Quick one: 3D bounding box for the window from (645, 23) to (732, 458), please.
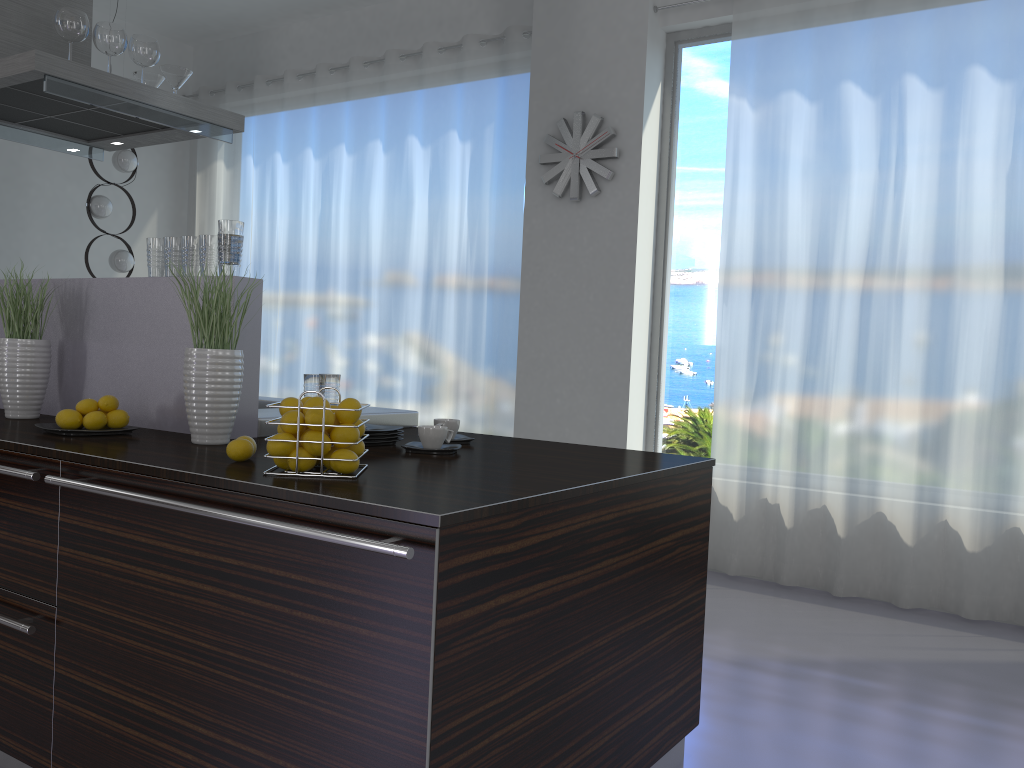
[{"bbox_3d":[2.110,-0.672,4.337,3.000,2.500,0.100,4,2,33],"label":"window"}]

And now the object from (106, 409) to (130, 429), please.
[{"bbox_3d":[-1.079,0.096,2.426,0.063,0.053,0.051,2,2,-17],"label":"object"}]

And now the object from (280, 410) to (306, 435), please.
[{"bbox_3d":[-0.454,0.080,1.837,0.053,0.052,0.061,1,2,-44],"label":"object"}]

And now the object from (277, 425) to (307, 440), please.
[{"bbox_3d":[-0.468,0.099,1.889,0.062,0.053,0.052,3,2,5],"label":"object"}]

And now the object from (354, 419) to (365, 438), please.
[{"bbox_3d":[-0.354,0.102,1.958,0.060,0.055,0.053,2,2,-14],"label":"object"}]

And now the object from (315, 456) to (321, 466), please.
[{"bbox_3d":[-0.429,0.146,1.895,0.057,0.060,0.052,4,2,39],"label":"object"}]

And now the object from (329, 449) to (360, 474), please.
[{"bbox_3d":[-0.346,0.160,1.826,0.062,0.052,0.053,2,2,-18],"label":"object"}]

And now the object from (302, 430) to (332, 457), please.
[{"bbox_3d":[-0.402,0.122,1.822,0.061,0.055,0.051,3,2,12],"label":"object"}]

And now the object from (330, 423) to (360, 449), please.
[{"bbox_3d":[-0.349,0.108,1.850,0.061,0.054,0.053,2,2,-11],"label":"object"}]

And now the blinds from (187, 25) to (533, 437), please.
[{"bbox_3d":[-1.301,-0.704,6.276,3.245,3.112,0.120,4,2,33],"label":"blinds"}]

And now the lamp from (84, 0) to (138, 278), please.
[{"bbox_3d":[-2.681,-1.512,5.963,0.180,2.370,0.367,4,2,26],"label":"lamp"}]

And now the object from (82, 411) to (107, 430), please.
[{"bbox_3d":[-1.123,0.099,2.388,0.061,0.054,0.052,3,2,10],"label":"object"}]

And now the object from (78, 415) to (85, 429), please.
[{"bbox_3d":[-1.193,0.098,2.437,0.063,0.051,0.053,4,2,37],"label":"object"}]

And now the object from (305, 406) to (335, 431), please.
[{"bbox_3d":[-0.396,0.071,1.826,0.063,0.053,0.051,1,2,-44],"label":"object"}]

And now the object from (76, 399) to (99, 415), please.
[{"bbox_3d":[-1.156,0.063,2.413,0.061,0.047,0.053,4,2,36],"label":"object"}]

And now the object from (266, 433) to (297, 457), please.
[{"bbox_3d":[-0.471,0.126,1.816,0.061,0.054,0.052,3,2,10],"label":"object"}]

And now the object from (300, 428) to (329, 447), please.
[{"bbox_3d":[-0.411,0.117,1.852,0.051,0.053,0.062,4,2,41],"label":"object"}]

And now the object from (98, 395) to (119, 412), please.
[{"bbox_3d":[-1.105,0.054,2.430,0.053,0.048,0.063,3,2,-1],"label":"object"}]

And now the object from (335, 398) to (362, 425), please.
[{"bbox_3d":[-0.344,0.059,1.868,0.050,0.060,0.059,4,2,32],"label":"object"}]

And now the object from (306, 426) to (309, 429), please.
[{"bbox_3d":[-0.426,0.097,1.927,0.064,0.053,0.051,4,2,36],"label":"object"}]

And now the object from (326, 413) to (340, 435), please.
[{"bbox_3d":[-0.374,0.087,1.894,0.055,0.051,0.061,4,2,27],"label":"object"}]

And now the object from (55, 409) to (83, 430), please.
[{"bbox_3d":[-1.187,0.096,2.379,0.070,0.058,0.060,4,2,32],"label":"object"}]

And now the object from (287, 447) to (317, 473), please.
[{"bbox_3d":[-0.433,0.156,1.825,0.051,0.053,0.063,4,2,41],"label":"object"}]

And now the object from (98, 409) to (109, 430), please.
[{"bbox_3d":[-1.128,0.098,2.446,0.057,0.060,0.071,4,2,34],"label":"object"}]

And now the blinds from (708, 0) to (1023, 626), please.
[{"bbox_3d":[2.276,-0.466,3.963,2.830,3.112,0.120,4,2,33],"label":"blinds"}]

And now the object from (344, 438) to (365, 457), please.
[{"bbox_3d":[-0.349,0.135,1.915,0.062,0.053,0.052,2,2,-20],"label":"object"}]

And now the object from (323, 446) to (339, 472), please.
[{"bbox_3d":[-0.372,0.159,1.879,0.061,0.055,0.050,2,2,-12],"label":"object"}]

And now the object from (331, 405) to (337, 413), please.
[{"bbox_3d":[-0.395,0.072,1.956,0.063,0.051,0.053,2,2,-12],"label":"object"}]

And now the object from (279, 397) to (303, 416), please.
[{"bbox_3d":[-0.474,0.053,1.907,0.053,0.051,0.063,2,2,-10],"label":"object"}]

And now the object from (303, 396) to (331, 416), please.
[{"bbox_3d":[-0.416,0.053,1.893,0.051,0.053,0.063,4,2,34],"label":"object"}]

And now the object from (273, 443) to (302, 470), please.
[{"bbox_3d":[-0.466,0.151,1.873,0.074,0.063,0.064,1,2,-37],"label":"object"}]
